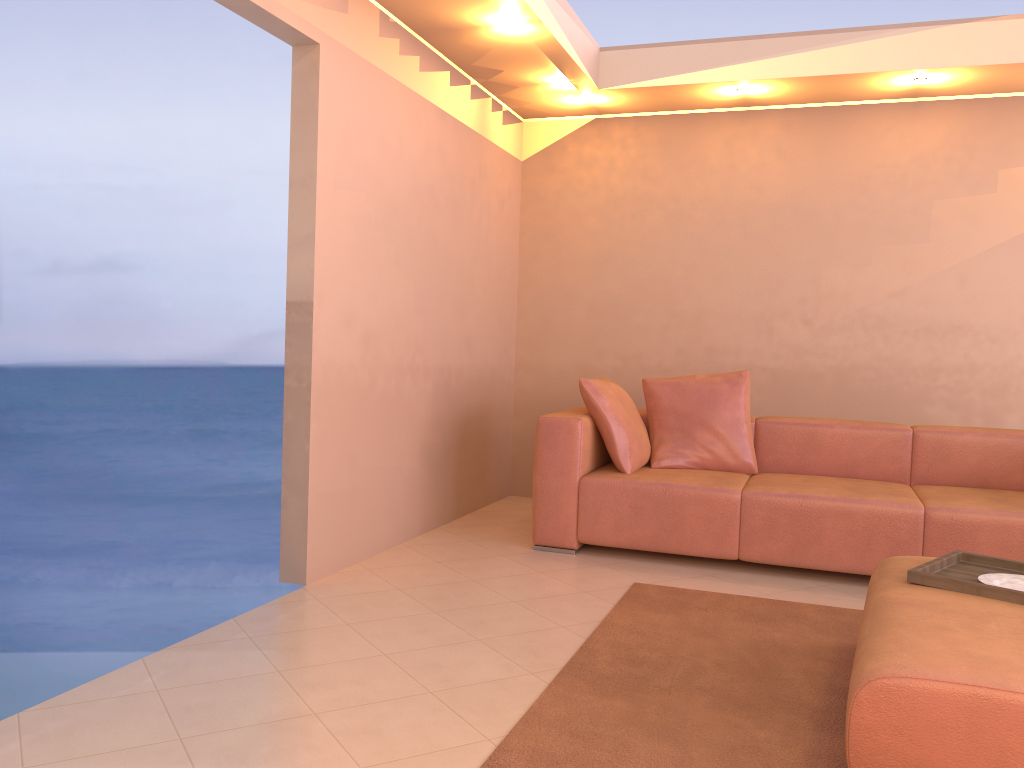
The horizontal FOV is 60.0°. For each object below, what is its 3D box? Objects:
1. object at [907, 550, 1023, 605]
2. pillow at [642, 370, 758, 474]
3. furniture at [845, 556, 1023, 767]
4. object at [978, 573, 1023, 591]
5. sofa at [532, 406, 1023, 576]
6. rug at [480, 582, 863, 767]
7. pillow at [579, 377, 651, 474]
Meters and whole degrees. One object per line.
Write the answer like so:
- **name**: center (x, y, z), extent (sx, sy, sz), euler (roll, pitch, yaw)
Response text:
- **object**: center (1.446, 0.567, 2.566), extent (0.436, 0.034, 0.421), euler (4, 3, 44)
- **pillow**: center (0.977, 0.184, 4.649), extent (0.582, 0.528, 0.302), euler (2, 2, 3)
- **furniture**: center (1.291, 0.736, 2.362), extent (0.685, 0.301, 1.291), euler (3, 3, 24)
- **object**: center (1.448, 0.573, 2.499), extent (0.240, 0.018, 0.240), euler (1, 3, -17)
- **sofa**: center (1.542, 0.527, 4.310), extent (2.781, 0.672, 0.943), euler (3, 3, 19)
- **rug**: center (0.954, 0.928, 2.239), extent (1.833, 0.005, 2.626), euler (3, 3, 19)
- **pillow**: center (0.551, 0.213, 4.599), extent (0.335, 0.486, 0.554), euler (3, 3, 16)
